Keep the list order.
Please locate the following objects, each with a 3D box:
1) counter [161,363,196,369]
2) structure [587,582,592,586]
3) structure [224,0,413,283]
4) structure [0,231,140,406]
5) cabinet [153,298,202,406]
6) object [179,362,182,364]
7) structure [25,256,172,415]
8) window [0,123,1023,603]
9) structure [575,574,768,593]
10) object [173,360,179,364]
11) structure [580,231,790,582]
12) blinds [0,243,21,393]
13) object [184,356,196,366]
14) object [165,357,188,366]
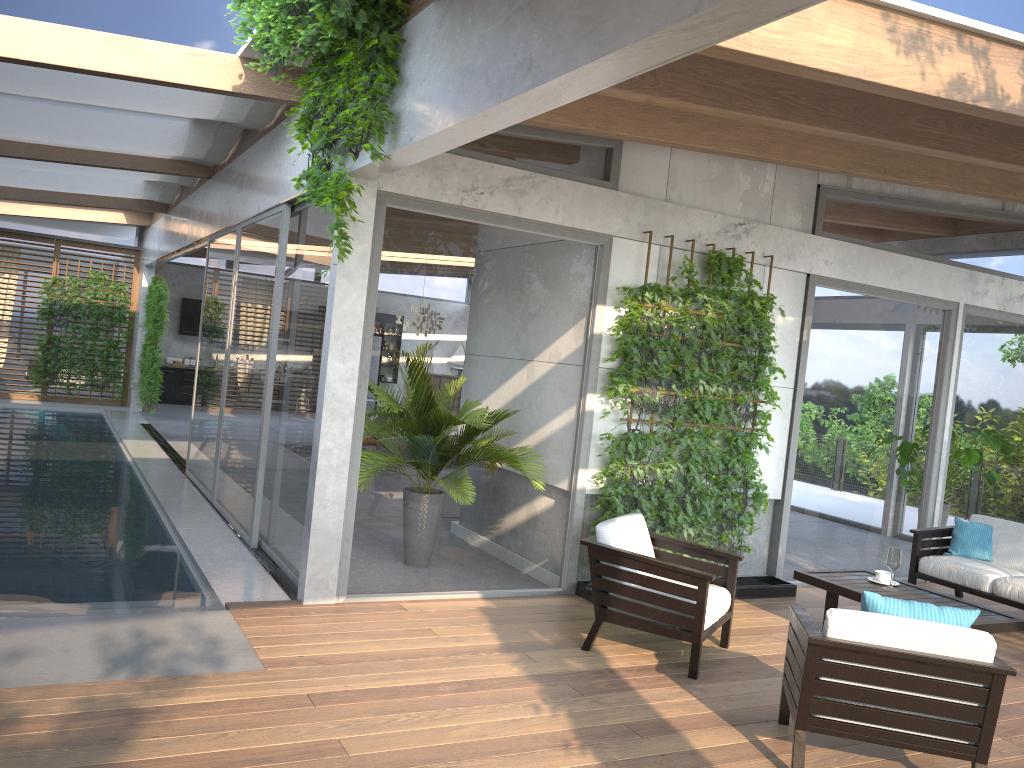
[{"bbox_3d":[-6.304,-0.302,19.688,3.805,0.061,0.607,5,2,-28],"label":"counter"},{"bbox_3d":[0.973,1.508,6.633,0.928,0.044,0.231,5,2,-28],"label":"structure"},{"bbox_3d":[-1.212,-1.625,5.277,0.918,2.054,1.822,5,2,-31],"label":"structure"},{"bbox_3d":[-9.373,-1.269,16.510,4.313,3.079,0.085,5,2,-28],"label":"structure"},{"bbox_3d":[-5.351,-0.647,20.189,5.901,2.502,0.709,5,2,-30],"label":"cabinet"},{"bbox_3d":[-7.146,-0.452,19.076,0.083,0.057,0.072,7,2,38],"label":"object"},{"bbox_3d":[-6.813,-0.759,12.430,2.739,2.687,10.282,6,1,-11],"label":"structure"},{"bbox_3d":[-2.211,-0.771,13.818,14.294,3.764,23.280,5,2,-28],"label":"window"},{"bbox_3d":[0.827,1.293,7.989,2.012,0.595,2.203,5,2,-28],"label":"structure"},{"bbox_3d":[-7.206,-0.471,19.019,0.086,0.087,0.090,7,2,39],"label":"object"},{"bbox_3d":[1.409,0.252,6.821,1.851,2.669,0.500,5,2,-28],"label":"structure"},{"bbox_3d":[-10.337,-1.281,16.400,2.087,2.898,0.692,5,2,-24],"label":"blinds"},{"bbox_3d":[-7.026,-0.506,19.528,0.405,0.200,0.147,5,2,-27],"label":"object"},{"bbox_3d":[-7.261,-0.489,19.187,0.381,0.134,0.590,5,2,-40],"label":"object"}]
